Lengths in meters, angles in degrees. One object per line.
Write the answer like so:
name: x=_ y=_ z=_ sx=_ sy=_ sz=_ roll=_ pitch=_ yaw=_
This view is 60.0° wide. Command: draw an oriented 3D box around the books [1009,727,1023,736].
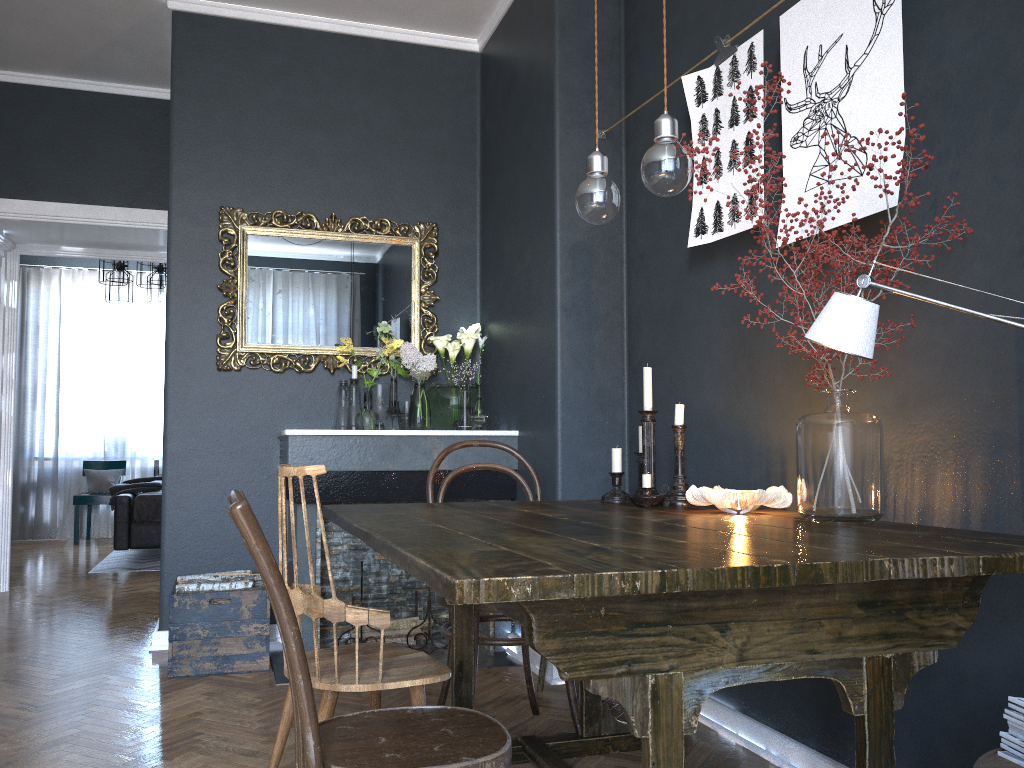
books: x=0.828 y=0.479 z=1.128 sx=0.218 sy=0.008 sz=0.288 roll=0 pitch=-4 yaw=-4

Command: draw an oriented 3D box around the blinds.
blinds: x=-3.680 y=0.206 z=9.427 sx=3.993 sy=2.786 sz=0.312 roll=1 pitch=-4 yaw=-18

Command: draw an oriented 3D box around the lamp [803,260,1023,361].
lamp: x=0.833 y=0.315 z=1.267 sx=0.800 sy=1.068 sz=0.242 roll=-2 pitch=-4 yaw=27

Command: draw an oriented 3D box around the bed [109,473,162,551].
bed: x=-2.234 y=0.906 z=7.878 sx=2.375 sy=1.160 sz=2.268 roll=1 pitch=-4 yaw=-18

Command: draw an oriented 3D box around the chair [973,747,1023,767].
chair: x=0.866 y=0.503 z=1.114 sx=0.549 sy=0.920 sz=0.438 roll=1 pitch=-4 yaw=-20

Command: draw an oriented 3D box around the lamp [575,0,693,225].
lamp: x=-0.398 y=-1.177 z=2.088 sx=1.591 sy=1.573 sz=0.583 roll=-1 pitch=-4 yaw=13

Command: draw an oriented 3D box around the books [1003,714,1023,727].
books: x=0.824 y=0.461 z=1.121 sx=0.218 sy=0.008 sz=0.305 roll=0 pitch=-4 yaw=-7

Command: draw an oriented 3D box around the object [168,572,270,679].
object: x=-1.237 y=1.006 z=3.765 sx=0.383 sy=0.326 sz=0.553 roll=1 pitch=-4 yaw=-18

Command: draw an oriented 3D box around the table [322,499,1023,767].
table: x=0.223 y=0.668 z=1.981 sx=1.126 sy=0.727 sz=1.606 roll=1 pitch=-4 yaw=-18

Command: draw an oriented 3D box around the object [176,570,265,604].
object: x=-1.233 y=0.931 z=3.772 sx=0.370 sy=0.246 sz=0.533 roll=1 pitch=-4 yaw=-17

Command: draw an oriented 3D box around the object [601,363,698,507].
object: x=0.399 y=0.147 z=2.642 sx=0.223 sy=0.419 sz=0.368 roll=1 pitch=-4 yaw=-17

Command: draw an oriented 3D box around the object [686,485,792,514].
object: x=0.561 y=0.285 z=2.198 sx=0.252 sy=0.072 sz=0.254 roll=1 pitch=-4 yaw=-11

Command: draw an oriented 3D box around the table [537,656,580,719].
table: x=0.315 y=0.964 z=3.151 sx=0.364 sy=0.317 sz=0.370 roll=1 pitch=-4 yaw=-18

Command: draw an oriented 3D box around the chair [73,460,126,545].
chair: x=-4.083 y=1.161 z=8.806 sx=0.436 sy=0.798 sz=0.593 roll=1 pitch=-4 yaw=-18

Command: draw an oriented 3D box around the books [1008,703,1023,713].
books: x=0.831 y=0.446 z=1.122 sx=0.218 sy=0.008 sz=0.305 roll=0 pitch=-4 yaw=-6

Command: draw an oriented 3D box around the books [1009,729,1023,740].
books: x=0.827 y=0.485 z=1.128 sx=0.218 sy=0.008 sz=0.288 roll=0 pitch=-4 yaw=-4

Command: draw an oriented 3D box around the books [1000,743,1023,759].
books: x=0.822 y=0.506 z=1.127 sx=0.218 sy=0.007 sz=0.305 roll=0 pitch=-4 yaw=-6

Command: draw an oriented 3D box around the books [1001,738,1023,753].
books: x=0.822 y=0.498 z=1.126 sx=0.218 sy=0.008 sz=0.305 roll=0 pitch=-4 yaw=-6

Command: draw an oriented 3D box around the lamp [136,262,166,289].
lamp: x=-2.952 y=-1.178 z=7.272 sx=0.210 sy=0.769 sz=0.210 roll=0 pitch=-4 yaw=-4

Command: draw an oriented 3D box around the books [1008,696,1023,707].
books: x=0.830 y=0.438 z=1.121 sx=0.218 sy=0.013 sz=0.305 roll=0 pitch=-4 yaw=-6

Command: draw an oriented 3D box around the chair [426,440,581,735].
chair: x=-0.033 y=0.633 z=2.787 sx=0.438 sy=0.920 sz=0.550 roll=1 pitch=-4 yaw=-15

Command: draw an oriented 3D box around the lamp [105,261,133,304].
lamp: x=-3.457 y=-1.117 z=7.822 sx=0.210 sy=0.803 sz=0.210 roll=0 pitch=-4 yaw=-4

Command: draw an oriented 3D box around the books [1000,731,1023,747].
books: x=0.821 y=0.490 z=1.127 sx=0.218 sy=0.013 sz=0.305 roll=0 pitch=-4 yaw=-6

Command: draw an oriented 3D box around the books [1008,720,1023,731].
books: x=0.825 y=0.468 z=1.123 sx=0.218 sy=0.008 sz=0.288 roll=0 pitch=-4 yaw=-6

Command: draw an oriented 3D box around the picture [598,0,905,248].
picture: x=1.032 y=-0.801 z=1.427 sx=0.058 sy=0.770 sz=4.461 roll=1 pitch=-4 yaw=-18

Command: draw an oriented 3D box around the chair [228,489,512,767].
chair: x=-0.236 y=0.584 z=1.481 sx=0.467 sy=0.819 sz=0.363 roll=1 pitch=-4 yaw=-18

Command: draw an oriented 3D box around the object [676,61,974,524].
object: x=0.719 y=-0.164 z=1.956 sx=0.557 sy=0.930 sz=0.639 roll=-4 pitch=-5 yaw=43

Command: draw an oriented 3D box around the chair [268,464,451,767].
chair: x=-0.382 y=0.620 z=2.120 sx=0.384 sy=0.855 sz=0.456 roll=2 pitch=-4 yaw=-33

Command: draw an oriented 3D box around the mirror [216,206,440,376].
mirror: x=-0.868 y=-0.437 z=4.274 sx=1.057 sy=0.783 sz=0.067 roll=1 pitch=-4 yaw=-18

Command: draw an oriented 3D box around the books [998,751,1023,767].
books: x=0.822 y=0.512 z=1.125 sx=0.218 sy=0.008 sz=0.305 roll=1 pitch=-4 yaw=-11

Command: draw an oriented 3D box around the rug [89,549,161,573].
rug: x=-2.712 y=1.471 z=7.656 sx=1.458 sy=0.013 sz=2.047 roll=1 pitch=-5 yaw=-18

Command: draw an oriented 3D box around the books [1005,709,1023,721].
books: x=0.826 y=0.454 z=1.121 sx=0.218 sy=0.008 sz=0.305 roll=0 pitch=-4 yaw=-7

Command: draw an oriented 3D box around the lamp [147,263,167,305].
lamp: x=-3.255 y=-1.117 z=8.211 sx=0.210 sy=0.746 sz=0.210 roll=0 pitch=-4 yaw=-4

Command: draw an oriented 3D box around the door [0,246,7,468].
door: x=-3.163 y=0.192 z=5.237 sx=0.162 sy=2.185 sz=0.857 roll=1 pitch=-4 yaw=-18

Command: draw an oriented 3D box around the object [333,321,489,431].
object: x=-0.459 y=-0.047 z=4.163 sx=0.727 sy=0.546 sz=0.474 roll=1 pitch=-4 yaw=-15

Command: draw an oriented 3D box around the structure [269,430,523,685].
structure: x=-0.516 y=0.701 z=3.930 sx=1.065 sy=0.980 sz=0.835 roll=1 pitch=-4 yaw=-18

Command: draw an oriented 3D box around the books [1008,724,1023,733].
books: x=0.829 y=0.473 z=1.120 sx=0.218 sy=0.006 sz=0.305 roll=0 pitch=-4 yaw=-6

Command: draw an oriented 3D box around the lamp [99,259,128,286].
lamp: x=-3.342 y=-1.196 z=7.454 sx=0.210 sy=0.713 sz=0.210 roll=0 pitch=-4 yaw=-4
